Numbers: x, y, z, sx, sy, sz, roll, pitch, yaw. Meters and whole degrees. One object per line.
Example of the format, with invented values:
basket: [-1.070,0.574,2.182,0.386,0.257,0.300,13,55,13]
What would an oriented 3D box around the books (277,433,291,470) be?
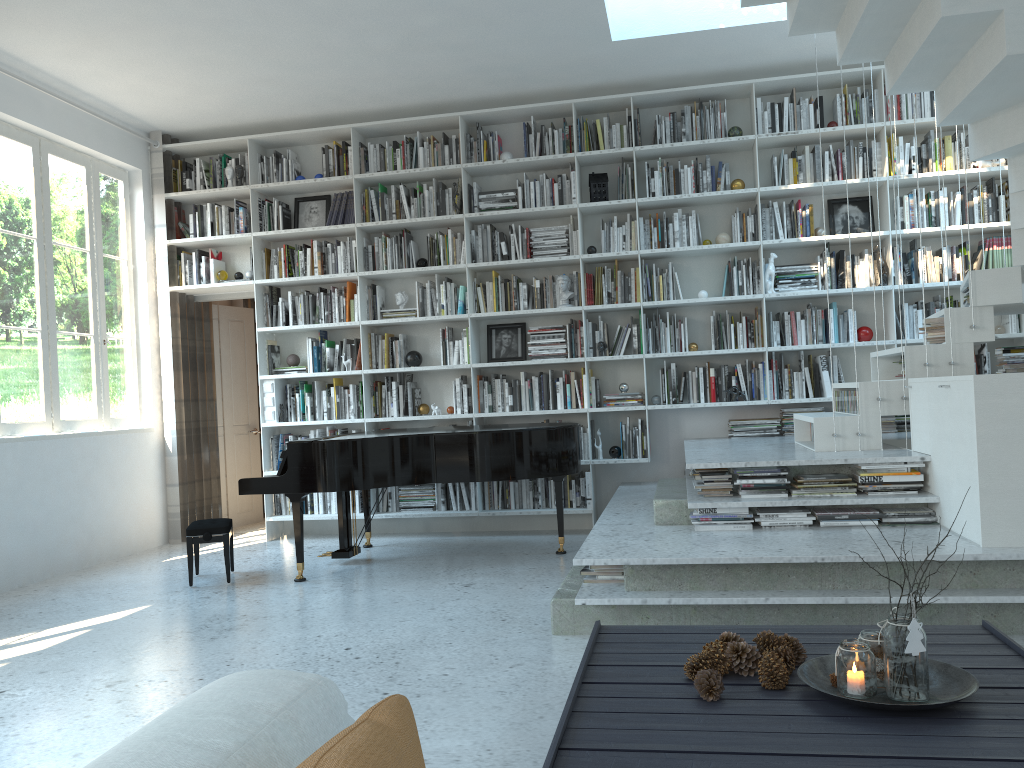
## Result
books: [-1.797,0.532,6.990,0.052,0.283,0.172,-3,0,11]

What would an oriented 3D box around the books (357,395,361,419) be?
books: [-1.161,0.177,6.886,0.041,0.181,0.141,-3,-1,11]

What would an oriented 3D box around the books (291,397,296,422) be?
books: [-1.681,0.199,6.953,0.019,0.189,0.193,-3,-1,11]

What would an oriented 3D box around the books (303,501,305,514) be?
books: [-1.607,0.888,6.979,0.022,0.252,0.139,-3,0,11]

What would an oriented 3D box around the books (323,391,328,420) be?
books: [-1.429,0.166,6.928,0.027,0.230,0.159,-3,0,11]

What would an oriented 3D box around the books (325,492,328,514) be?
books: [-1.418,0.871,6.924,0.025,0.266,0.159,-3,0,11]

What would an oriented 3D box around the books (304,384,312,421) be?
books: [-1.580,0.145,6.940,0.007,0.286,0.182,-3,0,11]

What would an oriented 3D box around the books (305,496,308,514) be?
books: [-1.587,0.903,6.964,0.022,0.221,0.163,-3,0,11]

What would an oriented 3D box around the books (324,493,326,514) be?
books: [-1.435,0.853,6.945,0.014,0.304,0.139,-3,0,11]

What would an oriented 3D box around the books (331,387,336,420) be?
books: [-1.362,0.151,6.915,0.026,0.254,0.176,-3,0,11]

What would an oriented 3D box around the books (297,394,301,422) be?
books: [-1.641,0.183,6.960,0.015,0.217,0.180,-3,-1,11]

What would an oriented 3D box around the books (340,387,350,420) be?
books: [-1.290,0.149,6.895,0.028,0.249,0.159,-3,0,11]

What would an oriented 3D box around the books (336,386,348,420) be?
books: [-1.319,0.145,6.896,0.028,0.260,0.181,-3,0,11]

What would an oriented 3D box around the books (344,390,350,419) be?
books: [-1.261,0.158,6.905,0.025,0.229,0.153,-3,0,11]

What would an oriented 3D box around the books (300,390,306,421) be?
books: [-1.611,0.168,6.947,0.009,0.244,0.184,-3,-1,11]

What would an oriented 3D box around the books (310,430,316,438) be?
books: [-1.535,0.510,6.960,0.027,0.299,0.142,-3,0,11]

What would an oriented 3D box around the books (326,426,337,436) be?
books: [-1.399,0.490,6.913,0.014,0.325,0.170,-3,0,11]

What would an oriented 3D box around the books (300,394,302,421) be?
books: [-1.620,0.169,6.963,0.014,0.243,0.171,-3,0,11]

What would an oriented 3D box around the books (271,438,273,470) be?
books: [-1.862,0.550,7.025,0.012,0.254,0.161,-3,0,11]

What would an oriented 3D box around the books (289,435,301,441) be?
books: [-1.700,0.535,6.977,0.029,0.266,0.171,-3,0,11]

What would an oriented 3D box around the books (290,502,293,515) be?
books: [-1.709,0.906,6.984,0.022,0.226,0.154,-3,0,11]

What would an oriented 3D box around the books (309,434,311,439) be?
books: [-1.552,0.524,6.971,0.013,0.273,0.146,-3,0,11]

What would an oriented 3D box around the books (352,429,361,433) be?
books: [-1.201,0.499,6.899,0.025,0.288,0.130,-3,0,11]

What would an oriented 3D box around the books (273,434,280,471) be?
books: [-1.829,0.536,6.988,0.011,0.277,0.189,-3,0,11]

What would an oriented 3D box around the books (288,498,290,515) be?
books: [-1.726,0.861,6.993,0.011,0.318,0.157,-3,0,11]

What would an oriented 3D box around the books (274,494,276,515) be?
books: [-1.845,0.900,7.023,0.012,0.254,0.161,-3,0,11]

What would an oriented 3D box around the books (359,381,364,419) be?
books: [-1.141,0.123,6.862,0.014,0.286,0.179,-3,0,11]

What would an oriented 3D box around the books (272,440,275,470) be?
books: [-1.845,0.557,7.007,0.029,0.239,0.154,-3,0,11]

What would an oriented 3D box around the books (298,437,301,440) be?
books: [-1.645,0.542,6.993,0.022,0.248,0.133,-3,0,11]

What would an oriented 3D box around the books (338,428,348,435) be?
books: [-1.309,0.498,6.908,0.013,0.301,0.172,-3,0,11]

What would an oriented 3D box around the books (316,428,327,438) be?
books: [-1.494,0.504,6.934,0.039,0.307,0.172,-3,0,11]

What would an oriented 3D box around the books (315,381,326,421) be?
books: [-1.494,0.131,6.938,0.012,0.306,0.189,-3,0,11]

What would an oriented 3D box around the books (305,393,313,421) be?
books: [-1.566,0.179,6.944,0.015,0.219,0.190,-3,-1,11]

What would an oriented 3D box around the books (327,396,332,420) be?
books: [-1.389,0.188,6.910,0.029,0.181,0.190,-3,-1,11]

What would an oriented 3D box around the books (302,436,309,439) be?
books: [-1.596,0.537,6.947,0.010,0.252,0.177,-3,0,11]

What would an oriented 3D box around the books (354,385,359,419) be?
books: [-1.190,0.139,6.891,0.013,0.260,0.142,-3,0,11]

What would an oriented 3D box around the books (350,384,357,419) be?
books: [-1.210,0.137,6.876,0.021,0.265,0.185,-3,0,11]

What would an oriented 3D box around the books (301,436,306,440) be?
books: [-1.607,0.535,6.953,0.013,0.257,0.189,-3,0,11]

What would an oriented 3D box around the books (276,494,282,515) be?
books: [-1.806,0.929,6.989,0.029,0.190,0.176,-3,-1,11]

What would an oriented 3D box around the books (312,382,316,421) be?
books: [-1.512,0.135,6.929,0.019,0.300,0.180,-3,0,11]

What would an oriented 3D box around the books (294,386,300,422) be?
books: [-1.667,0.153,6.971,0.008,0.279,0.164,-3,0,11]

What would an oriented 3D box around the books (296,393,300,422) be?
books: [-1.653,0.184,6.975,0.015,0.218,0.176,-3,-1,11]

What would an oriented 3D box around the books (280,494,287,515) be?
books: [-1.777,0.876,6.998,0.044,0.293,0.181,-3,0,11]

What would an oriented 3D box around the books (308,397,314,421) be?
books: [-1.551,0.193,6.937,0.016,0.189,0.183,-3,-1,11]

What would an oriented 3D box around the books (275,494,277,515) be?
books: [-1.827,0.918,7.020,0.023,0.216,0.158,-3,0,11]

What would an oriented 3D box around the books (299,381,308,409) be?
books: [-1.631,0.134,6.967,0.006,0.315,0.145,-3,0,11]

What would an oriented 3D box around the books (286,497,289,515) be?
books: [-1.741,0.898,6.999,0.024,0.246,0.143,-3,0,11]

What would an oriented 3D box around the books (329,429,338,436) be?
books: [-1.385,0.505,6.918,0.012,0.295,0.176,-3,0,11]

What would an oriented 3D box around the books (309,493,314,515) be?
books: [-1.547,0.861,6.947,0.013,0.300,0.183,-3,0,11]

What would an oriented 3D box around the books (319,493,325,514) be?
books: [-1.459,0.873,6.931,0.031,0.266,0.186,-3,0,11]

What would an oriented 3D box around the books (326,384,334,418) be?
books: [-1.411,0.139,6.923,0.014,0.282,0.150,-3,0,11]

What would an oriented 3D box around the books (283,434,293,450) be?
books: [-1.762,0.535,7.004,0.010,0.273,0.150,-3,0,11]

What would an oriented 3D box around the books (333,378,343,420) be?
books: [-1.343,0.115,6.909,0.021,0.323,0.172,-3,0,11]

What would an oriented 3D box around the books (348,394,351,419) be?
books: [-1.236,0.174,6.903,0.023,0.194,0.140,-3,0,11]

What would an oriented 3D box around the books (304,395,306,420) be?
books: [-1.592,0.184,6.976,0.016,0.211,0.146,-3,0,11]

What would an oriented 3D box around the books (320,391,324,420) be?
books: [-1.462,0.168,6.951,0.045,0.230,0.138,-3,0,11]

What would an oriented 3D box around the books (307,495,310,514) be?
books: [-1.563,0.884,6.966,0.027,0.256,0.160,-3,0,11]

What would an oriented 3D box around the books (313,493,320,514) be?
books: [-1.502,0.908,6.935,0.030,0.201,0.168,-3,-1,11]
